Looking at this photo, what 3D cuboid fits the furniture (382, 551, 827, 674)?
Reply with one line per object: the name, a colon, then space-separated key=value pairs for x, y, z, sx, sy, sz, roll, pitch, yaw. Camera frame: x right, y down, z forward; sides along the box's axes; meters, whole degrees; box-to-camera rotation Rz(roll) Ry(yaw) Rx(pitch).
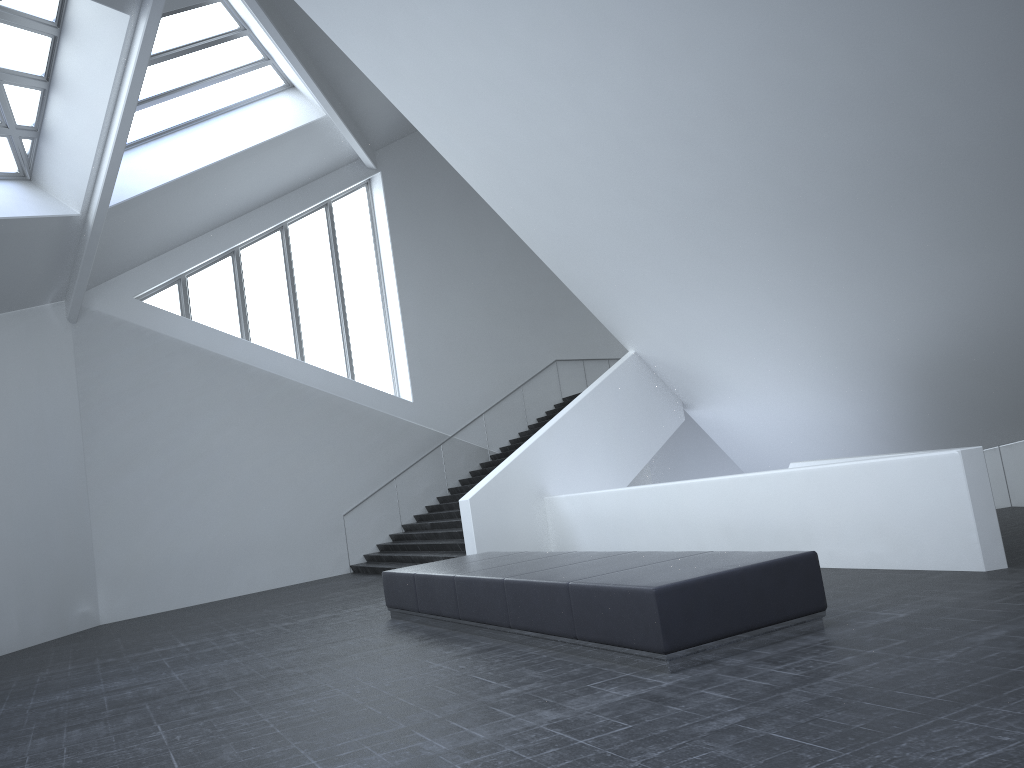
furniture: x=0.364 y=2.049 z=8.687 sx=1.488 sy=0.580 sz=5.742 roll=-5 pitch=-7 yaw=-27
